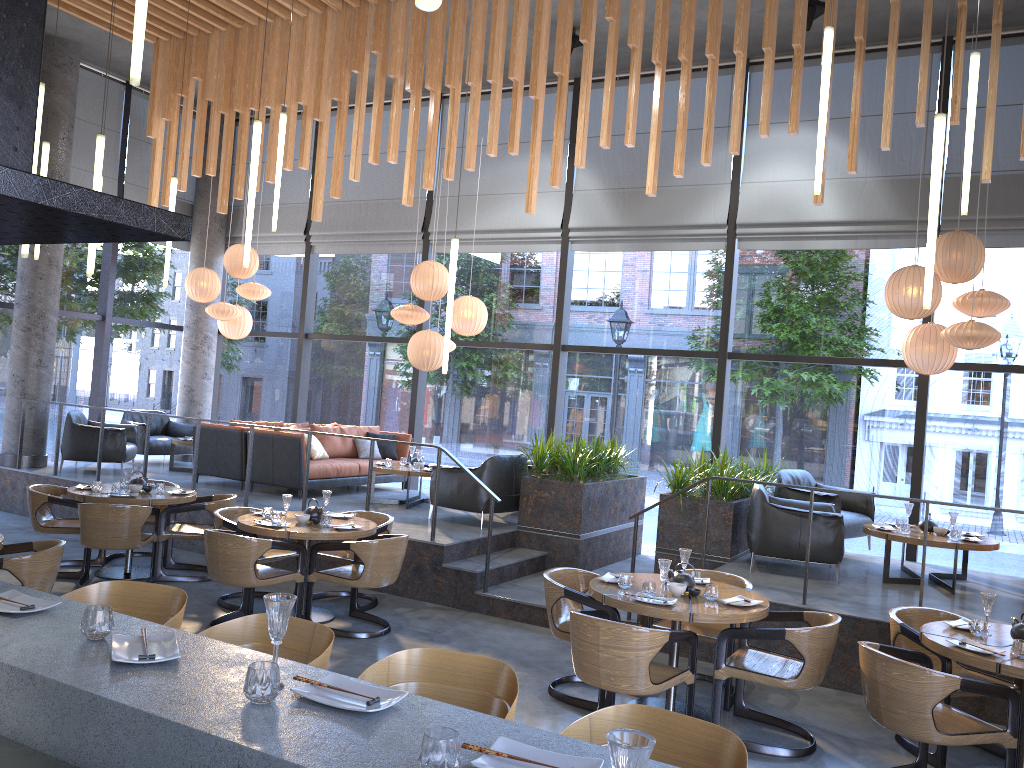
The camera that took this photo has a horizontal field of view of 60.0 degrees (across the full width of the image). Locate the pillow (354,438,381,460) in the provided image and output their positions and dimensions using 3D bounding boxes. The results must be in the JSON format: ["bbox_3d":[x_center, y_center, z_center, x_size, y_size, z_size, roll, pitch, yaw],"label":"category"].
[{"bbox_3d":[-1.871,0.838,11.476,0.332,0.263,0.203,5,-1,-42],"label":"pillow"}]

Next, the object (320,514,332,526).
[{"bbox_3d":[-1.460,1.072,6.970,0.086,0.086,0.086,5,-1,-14],"label":"object"}]

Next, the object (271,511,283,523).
[{"bbox_3d":[-1.840,1.042,6.944,0.086,0.086,0.086,5,-1,-37],"label":"object"}]

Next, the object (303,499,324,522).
[{"bbox_3d":[-1.598,1.018,7.158,0.163,0.179,0.168,5,-1,-8],"label":"object"}]

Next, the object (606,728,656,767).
[{"bbox_3d":[0.188,0.698,1.466,0.082,0.227,0.082,4,-1,0],"label":"object"}]

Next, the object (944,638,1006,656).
[{"bbox_3d":[2.420,1.370,4.596,0.170,0.025,0.294,5,-1,-24],"label":"object"}]

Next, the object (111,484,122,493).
[{"bbox_3d":[-3.490,0.926,7.830,0.086,0.086,0.086,4,-1,14],"label":"object"}]

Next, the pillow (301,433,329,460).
[{"bbox_3d":[-2.412,0.757,10.755,0.289,0.311,0.393,4,-1,9],"label":"pillow"}]

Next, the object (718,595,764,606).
[{"bbox_3d":[1.344,1.297,5.266,0.294,0.025,0.170,5,-1,-42],"label":"object"}]

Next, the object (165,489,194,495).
[{"bbox_3d":[-3.056,0.996,8.128,0.170,0.025,0.294,4,-1,9],"label":"object"}]

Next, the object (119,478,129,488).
[{"bbox_3d":[-3.622,0.923,8.289,0.086,0.086,0.086,5,-1,-24],"label":"object"}]

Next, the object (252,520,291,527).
[{"bbox_3d":[-1.862,1.069,6.793,0.294,0.025,0.170,4,-1,25],"label":"object"}]

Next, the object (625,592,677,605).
[{"bbox_3d":[0.798,1.252,5.159,0.294,0.025,0.170,4,-1,25],"label":"object"}]

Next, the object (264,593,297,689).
[{"bbox_3d":[-0.593,0.649,2.235,0.082,0.227,0.082,5,-1,-27],"label":"object"}]

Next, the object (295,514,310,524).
[{"bbox_3d":[-1.659,1.068,7.023,0.116,0.065,0.116,5,-1,-10],"label":"object"}]

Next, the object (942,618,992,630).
[{"bbox_3d":[2.608,1.393,5.111,0.294,0.025,0.170,5,-1,-36],"label":"object"}]

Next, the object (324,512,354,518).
[{"bbox_3d":[-1.501,1.108,7.492,0.294,0.025,0.170,4,-1,13],"label":"object"}]

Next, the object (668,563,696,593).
[{"bbox_3d":[1.063,1.201,5.527,0.163,0.179,0.168,5,-1,-24],"label":"object"}]

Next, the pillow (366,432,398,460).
[{"bbox_3d":[-1.726,0.820,11.721,0.418,0.345,0.242,5,-1,-21],"label":"pillow"}]

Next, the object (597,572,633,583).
[{"bbox_3d":[0.647,1.248,5.664,0.170,0.025,0.294,4,-1,26],"label":"object"}]

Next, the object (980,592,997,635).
[{"bbox_3d":[2.676,1.294,4.992,0.082,0.227,0.082,4,-1,0],"label":"object"}]

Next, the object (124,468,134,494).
[{"bbox_3d":[-3.402,0.863,7.850,0.082,0.227,0.082,5,-1,-41],"label":"object"}]

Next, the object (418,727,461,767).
[{"bbox_3d":[-0.145,0.748,1.791,0.086,0.086,0.086,5,-1,-41],"label":"object"}]

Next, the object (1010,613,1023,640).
[{"bbox_3d":[2.798,1.326,4.815,0.168,0.179,0.163,4,-1,32],"label":"object"}]

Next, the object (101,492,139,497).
[{"bbox_3d":[-3.413,0.962,7.700,0.294,0.025,0.170,5,-1,-14],"label":"object"}]

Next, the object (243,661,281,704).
[{"bbox_3d":[-0.598,0.717,2.125,0.086,0.086,0.086,4,-1,28],"label":"object"}]

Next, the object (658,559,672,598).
[{"bbox_3d":[0.902,1.160,5.274,0.082,0.227,0.082,5,-1,-2],"label":"object"}]

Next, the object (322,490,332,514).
[{"bbox_3d":[-1.545,1.001,7.370,0.082,0.227,0.082,5,-1,-29],"label":"object"}]

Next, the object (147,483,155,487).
[{"bbox_3d":[-3.572,0.961,8.472,0.294,0.025,0.170,5,-1,-26],"label":"object"}]

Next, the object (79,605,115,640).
[{"bbox_3d":[-1.178,0.678,2.518,0.086,0.086,0.086,4,-1,4],"label":"object"}]

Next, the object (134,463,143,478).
[{"bbox_3d":[-3.527,0.861,8.345,0.082,0.227,0.082,4,-1,10],"label":"object"}]

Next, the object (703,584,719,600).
[{"bbox_3d":[1.199,1.255,5.336,0.086,0.086,0.086,4,-1,31],"label":"object"}]

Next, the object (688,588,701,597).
[{"bbox_3d":[1.109,1.271,5.393,0.080,0.042,0.080,5,-1,-8],"label":"object"}]

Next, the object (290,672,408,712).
[{"bbox_3d":[-0.424,0.763,2.193,0.294,0.025,0.170,4,-1,27],"label":"object"}]

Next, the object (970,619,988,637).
[{"bbox_3d":[2.591,1.358,4.922,0.086,0.086,0.086,5,-1,-39],"label":"object"}]

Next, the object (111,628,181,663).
[{"bbox_3d":[-1.010,0.721,2.439,0.170,0.025,0.294,5,-1,-24],"label":"object"}]

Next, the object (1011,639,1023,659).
[{"bbox_3d":[2.592,1.352,4.515,0.086,0.086,0.086,4,-1,0],"label":"object"}]

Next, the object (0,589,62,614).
[{"bbox_3d":[-1.578,0.682,2.771,0.294,0.025,0.170,4,-1,27],"label":"object"}]

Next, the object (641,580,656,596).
[{"bbox_3d":[0.819,1.225,5.310,0.086,0.086,0.086,5,-1,-37],"label":"object"}]

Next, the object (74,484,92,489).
[{"bbox_3d":[-3.847,0.932,7.998,0.170,0.025,0.294,5,-1,-13],"label":"object"}]

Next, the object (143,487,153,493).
[{"bbox_3d":[-3.318,0.966,8.078,0.080,0.042,0.080,4,-1,13],"label":"object"}]

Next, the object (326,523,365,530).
[{"bbox_3d":[-1.315,1.114,6.900,0.294,0.025,0.170,5,-1,-42],"label":"object"}]

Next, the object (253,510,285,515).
[{"bbox_3d":[-2.013,1.065,7.298,0.170,0.025,0.294,4,-1,26],"label":"object"}]

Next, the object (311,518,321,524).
[{"bbox_3d":[-1.550,1.088,7.027,0.080,0.042,0.080,5,-1,-38],"label":"object"}]

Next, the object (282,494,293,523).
[{"bbox_3d":[-1.758,0.977,6.908,0.082,0.227,0.082,5,-1,-2],"label":"object"}]

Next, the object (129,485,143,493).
[{"bbox_3d":[-3.400,0.947,8.006,0.116,0.065,0.116,5,-1,-4],"label":"object"}]

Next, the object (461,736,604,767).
[{"bbox_3d":[0.029,0.793,1.853,0.294,0.025,0.170,4,-1,21],"label":"object"}]

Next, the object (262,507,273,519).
[{"bbox_3d":[-1.961,1.035,7.117,0.086,0.086,0.086,5,-1,-36],"label":"object"}]

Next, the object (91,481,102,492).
[{"bbox_3d":[-3.693,0.912,7.889,0.086,0.086,0.086,5,-1,-30],"label":"object"}]

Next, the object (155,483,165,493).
[{"bbox_3d":[-3.211,0.952,8.090,0.086,0.086,0.086,4,-1,37],"label":"object"}]

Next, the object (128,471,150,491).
[{"bbox_3d":[-3.437,0.889,8.149,0.163,0.179,0.168,5,-1,-6],"label":"object"}]

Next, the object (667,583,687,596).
[{"bbox_3d":[1.000,1.251,5.389,0.116,0.065,0.116,4,-1,7],"label":"object"}]
